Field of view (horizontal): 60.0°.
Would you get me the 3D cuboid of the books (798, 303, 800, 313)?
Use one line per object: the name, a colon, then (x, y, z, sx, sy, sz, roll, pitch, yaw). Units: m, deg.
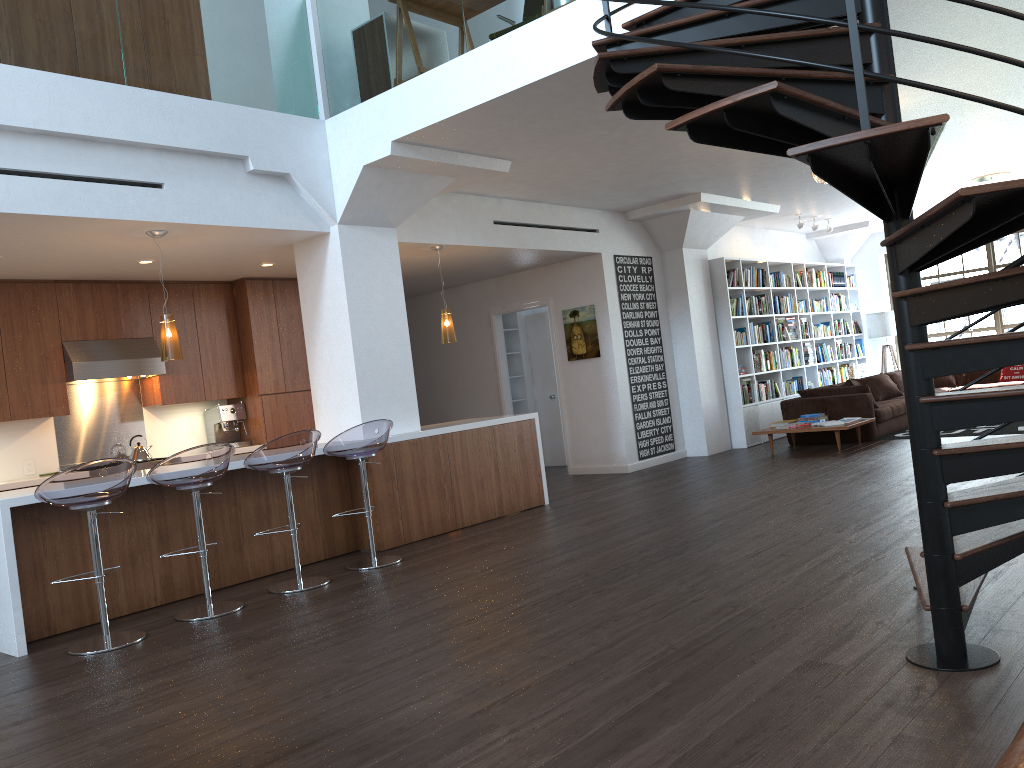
books: (4.098, -1.088, 12.824, 0.110, 0.153, 0.019, -7, 0, 41)

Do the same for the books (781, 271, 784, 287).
books: (3.758, -1.461, 12.517, 0.140, 0.231, 0.042, -7, 0, 41)

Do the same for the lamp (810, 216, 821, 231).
lamp: (4.303, -2.276, 12.589, 0.120, 0.211, 0.111, -7, 0, 1)

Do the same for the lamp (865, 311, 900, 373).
lamp: (6.101, -0.375, 14.336, 0.545, 1.579, 0.545, -7, 0, 30)

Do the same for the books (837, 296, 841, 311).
books: (5.070, -1.249, 13.962, 0.174, 0.240, 0.045, -7, 0, 41)

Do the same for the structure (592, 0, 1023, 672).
structure: (1.287, -1.196, 3.129, 1.998, 4.352, 1.998, -7, 0, 2)

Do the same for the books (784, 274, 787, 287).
books: (3.815, -1.450, 12.576, 0.136, 0.196, 0.045, -7, 0, 41)

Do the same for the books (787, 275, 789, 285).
books: (3.881, -1.452, 12.655, 0.134, 0.184, 0.030, -7, 0, 41)

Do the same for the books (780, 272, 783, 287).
books: (3.724, -1.454, 12.483, 0.158, 0.226, 0.052, -7, 0, 41)

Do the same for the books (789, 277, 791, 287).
books: (3.936, -1.443, 12.691, 0.110, 0.153, 0.019, -7, 0, 41)

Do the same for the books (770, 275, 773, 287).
books: (3.519, -1.402, 12.226, 0.126, 0.173, 0.032, -7, 0, 41)

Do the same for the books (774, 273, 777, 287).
books: (3.594, -1.426, 12.312, 0.146, 0.202, 0.027, -7, 0, 41)

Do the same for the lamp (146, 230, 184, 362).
lamp: (-1.160, -1.222, 6.406, 2.842, 1.807, 0.149, -7, 0, -9)

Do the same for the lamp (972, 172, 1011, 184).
lamp: (5.981, -2.311, 11.013, 0.442, 0.539, 0.441, -7, 0, -6)

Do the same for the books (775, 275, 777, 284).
books: (3.610, -1.427, 12.333, 0.127, 0.200, 0.020, -7, 0, 41)

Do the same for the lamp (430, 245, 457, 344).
lamp: (-0.635, -0.827, 8.230, 0.149, 0.900, 0.149, -7, 0, -4)

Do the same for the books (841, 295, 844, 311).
books: (5.151, -1.269, 14.052, 0.180, 0.259, 0.060, -7, 0, 41)

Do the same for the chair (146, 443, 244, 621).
chair: (-1.888, 0.874, 5.362, 0.481, 1.014, 0.530, -7, 0, 39)

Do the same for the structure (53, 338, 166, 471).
structure: (-3.558, 0.170, 7.880, 0.529, 1.110, 0.811, -7, 0, 41)

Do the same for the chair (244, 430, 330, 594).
chair: (-1.457, 0.822, 5.828, 0.481, 1.014, 0.530, -7, 0, 39)

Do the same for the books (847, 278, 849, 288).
books: (5.362, -1.622, 14.305, 0.120, 0.167, 0.020, -7, 0, 41)

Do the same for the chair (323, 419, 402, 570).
chair: (-1.043, 0.772, 6.301, 0.481, 1.014, 0.530, -7, 0, 44)

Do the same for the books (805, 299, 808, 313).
books: (4.258, -1.132, 13.018, 0.146, 0.202, 0.027, -7, 0, 41)

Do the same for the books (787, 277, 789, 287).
books: (3.869, -1.447, 12.631, 0.128, 0.178, 0.021, -7, 0, 41)

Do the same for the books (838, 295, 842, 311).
books: (5.103, -1.260, 13.984, 0.183, 0.253, 0.034, -7, 0, 41)

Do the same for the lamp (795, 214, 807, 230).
lamp: (3.971, -2.236, 12.210, 0.120, 0.211, 0.111, -7, 0, -14)

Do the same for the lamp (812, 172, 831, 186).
lamp: (2.654, -1.908, 7.220, 0.442, 0.539, 0.441, -7, 0, -6)

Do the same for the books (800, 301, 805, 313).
books: (4.201, -1.113, 12.951, 0.128, 0.178, 0.021, -7, 0, 41)

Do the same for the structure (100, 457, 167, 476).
structure: (-3.386, 1.159, 7.834, 0.662, 0.919, 0.811, -7, 0, 41)

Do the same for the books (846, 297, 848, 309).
books: (5.282, -1.271, 14.208, 0.168, 0.231, 0.037, -7, 0, 41)

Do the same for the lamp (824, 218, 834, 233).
lamp: (4.645, -2.317, 12.977, 0.120, 0.211, 0.111, -7, 0, 16)

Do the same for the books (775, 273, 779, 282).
books: (3.657, -1.436, 12.417, 0.144, 0.207, 0.048, -7, 0, 41)

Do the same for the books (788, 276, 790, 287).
books: (3.899, -1.451, 12.673, 0.128, 0.178, 0.022, -7, 0, 41)

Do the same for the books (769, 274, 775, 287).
books: (3.553, -1.416, 12.269, 0.139, 0.191, 0.036, -7, 0, 41)

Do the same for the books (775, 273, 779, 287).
books: (3.644, -1.432, 12.376, 0.146, 0.202, 0.027, -7, 0, 41)

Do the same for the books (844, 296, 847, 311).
books: (5.238, -1.270, 14.158, 0.174, 0.240, 0.045, -7, 0, 41)

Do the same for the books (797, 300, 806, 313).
books: (4.218, -1.122, 12.975, 0.139, 0.191, 0.036, -7, 0, 41)

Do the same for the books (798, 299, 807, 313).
books: (4.234, -1.129, 13.003, 0.146, 0.202, 0.027, -7, 0, 41)

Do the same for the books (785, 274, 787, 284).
books: (3.836, -1.454, 12.602, 0.127, 0.200, 0.020, -7, 0, 41)

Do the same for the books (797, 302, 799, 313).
books: (4.080, -1.095, 12.814, 0.109, 0.171, 0.018, -7, 0, 41)

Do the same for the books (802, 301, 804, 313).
books: (4.184, -1.108, 12.931, 0.126, 0.173, 0.032, -7, 0, 41)

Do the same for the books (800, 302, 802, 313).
books: (4.142, -1.098, 12.869, 0.106, 0.162, 0.032, -7, 0, 41)

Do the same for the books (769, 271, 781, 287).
books: (3.696, -1.453, 12.442, 0.140, 0.231, 0.042, -7, 0, 41)

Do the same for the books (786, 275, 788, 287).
books: (3.856, -1.446, 12.613, 0.128, 0.178, 0.022, -7, 0, 41)

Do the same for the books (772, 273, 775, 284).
books: (3.570, -1.423, 12.297, 0.146, 0.202, 0.027, -7, 0, 41)

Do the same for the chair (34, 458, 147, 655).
chair: (-2.283, 0.922, 4.870, 0.481, 1.014, 0.530, -7, 0, 44)

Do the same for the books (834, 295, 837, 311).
books: (4.971, -1.244, 13.842, 0.183, 0.253, 0.034, -7, 0, 41)

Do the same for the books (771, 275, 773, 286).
books: (3.536, -1.407, 12.246, 0.128, 0.178, 0.021, -7, 0, 41)

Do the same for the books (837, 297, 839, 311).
books: (5.023, -1.247, 13.900, 0.171, 0.246, 0.057, -7, 0, 41)

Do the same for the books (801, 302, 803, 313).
books: (4.165, -1.104, 12.910, 0.122, 0.169, 0.023, -7, 0, 41)

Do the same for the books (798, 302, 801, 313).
books: (4.120, -1.097, 12.854, 0.120, 0.167, 0.020, -7, 0, 41)

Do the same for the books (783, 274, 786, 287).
books: (3.791, -1.444, 12.544, 0.139, 0.191, 0.036, -7, 0, 41)

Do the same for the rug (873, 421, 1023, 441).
rug: (6.665, 0.343, 9.986, 4.200, 0.007, 3.100, -7, 0, 43)

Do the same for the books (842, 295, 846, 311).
books: (5.212, -1.273, 14.129, 0.183, 0.253, 0.034, -7, 0, 41)

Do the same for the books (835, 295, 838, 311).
books: (4.995, -1.247, 13.865, 0.183, 0.253, 0.034, -7, 0, 41)
